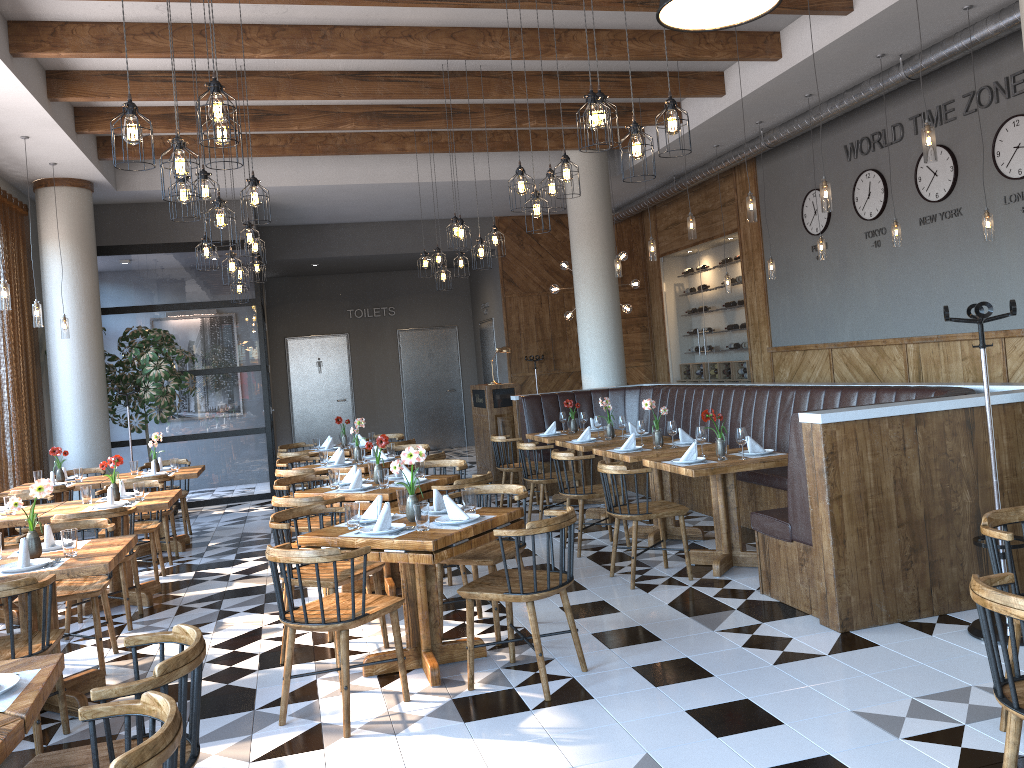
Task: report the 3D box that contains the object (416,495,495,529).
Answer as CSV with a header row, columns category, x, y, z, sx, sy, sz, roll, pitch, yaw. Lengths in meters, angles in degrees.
category,x,y,z,sx,sy,sz,roll,pitch,yaw
object,-0.289,0.638,4.541,0.272,0.137,0.352,-4,1,31

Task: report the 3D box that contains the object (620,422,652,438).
category,x,y,z,sx,sy,sz,roll,pitch,yaw
object,1.183,0.426,8.446,0.272,0.137,0.351,-5,1,-14

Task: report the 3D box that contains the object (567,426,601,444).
category,x,y,z,sx,sy,sz,roll,pitch,yaw
object,0.674,0.471,8.323,0.272,0.137,0.351,-5,1,-14

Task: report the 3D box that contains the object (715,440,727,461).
category,x,y,z,sx,sy,sz,roll,pitch,yaw
object,1.447,0.460,6.112,0.080,0.132,0.080,-5,-1,-29

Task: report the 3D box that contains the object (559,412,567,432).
category,x,y,z,sx,sy,sz,roll,pitch,yaw
object,0.556,0.412,9.609,0.081,0.215,0.081,-4,-1,-23

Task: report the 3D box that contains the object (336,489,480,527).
category,x,y,z,sx,sy,sz,roll,pitch,yaw
object,-0.564,0.655,4.829,0.576,0.137,0.583,-4,1,31

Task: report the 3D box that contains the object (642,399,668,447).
category,x,y,z,sx,sy,sz,roll,pitch,yaw
object,1.194,0.318,7.339,0.207,0.400,0.146,-5,-1,-12

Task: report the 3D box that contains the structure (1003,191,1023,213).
category,x,y,z,sx,sy,sz,roll,pitch,yaw
structure,4.499,-1.593,7.769,0.021,0.200,0.442,-4,1,-14

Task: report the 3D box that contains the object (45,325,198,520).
category,x,y,z,sx,sy,sz,roll,pitch,yaw
object,-4.749,0.400,10.888,1.637,2.594,1.377,-5,-1,-30

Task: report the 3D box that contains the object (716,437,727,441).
category,x,y,z,sx,sy,sz,roll,pitch,yaw
object,1.511,0.448,6.371,0.080,0.132,0.080,-5,0,-14

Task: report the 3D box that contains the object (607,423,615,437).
category,x,y,z,sx,sy,sz,roll,pitch,yaw
object,0.959,0.445,8.529,0.080,0.132,0.080,-5,0,-14

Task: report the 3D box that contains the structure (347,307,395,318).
category,x,y,z,sx,sy,sz,roll,pitch,yaw
structure,-2.708,-1.372,17.044,0.916,0.166,0.035,-5,-1,-14

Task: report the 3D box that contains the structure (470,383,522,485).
category,x,y,z,sx,sy,sz,roll,pitch,yaw
structure,-0.112,0.641,11.765,0.646,1.301,1.044,-5,0,-14

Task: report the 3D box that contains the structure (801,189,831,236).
category,x,y,z,sx,sy,sz,roll,pitch,yaw
structure,3.687,-2.082,10.746,0.046,0.561,0.560,-4,0,-14

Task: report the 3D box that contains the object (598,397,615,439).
category,x,y,z,sx,sy,sz,roll,pitch,yaw
object,0.896,0.319,8.395,0.146,0.400,0.206,-5,-1,-7

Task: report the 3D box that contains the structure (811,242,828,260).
category,x,y,z,sx,sy,sz,roll,pitch,yaw
structure,3.737,-1.598,10.750,0.021,0.197,0.305,-4,1,-14

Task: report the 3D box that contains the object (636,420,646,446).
category,x,y,z,sx,sy,sz,roll,pitch,yaw
object,1.095,0.416,7.502,0.081,0.215,0.081,-5,-1,39

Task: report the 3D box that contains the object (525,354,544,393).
category,x,y,z,sx,sy,sz,roll,pitch,yaw
object,0.446,0.344,14.855,0.374,1.660,0.374,-5,-1,8

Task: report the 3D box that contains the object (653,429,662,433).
category,x,y,z,sx,sy,sz,roll,pitch,yaw
object,1.232,0.447,7.463,0.080,0.132,0.080,-5,0,-14

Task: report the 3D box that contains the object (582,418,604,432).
category,x,y,z,sx,sy,sz,roll,pitch,yaw
object,0.911,0.424,9.509,0.272,0.137,0.351,-5,1,-14

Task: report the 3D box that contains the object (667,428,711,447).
category,x,y,z,sx,sy,sz,roll,pitch,yaw
object,1.457,0.427,7.373,0.272,0.137,0.351,-5,1,-14

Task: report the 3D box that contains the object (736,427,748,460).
category,x,y,z,sx,sy,sz,roll,pitch,yaw
object,1.575,0.408,6.063,0.081,0.215,0.081,-6,-1,45

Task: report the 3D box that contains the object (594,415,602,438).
category,x,y,z,sx,sy,sz,roll,pitch,yaw
object,0.829,0.414,8.541,0.081,0.215,0.081,-4,-1,-23

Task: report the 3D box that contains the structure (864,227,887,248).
category,x,y,z,sx,sy,sz,roll,pitch,yaw
structure,3.996,-1.596,9.738,0.021,0.200,0.368,-4,1,-14

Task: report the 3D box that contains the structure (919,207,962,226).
category,x,y,z,sx,sy,sz,roll,pitch,yaw
structure,4.239,-1.655,8.769,0.021,0.080,0.582,-5,1,-14

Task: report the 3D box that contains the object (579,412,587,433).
category,x,y,z,sx,sy,sz,roll,pitch,yaw
object,0.751,0.403,9.289,0.081,0.215,0.081,-5,-1,17

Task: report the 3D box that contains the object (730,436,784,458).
category,x,y,z,sx,sy,sz,roll,pitch,yaw
object,1.735,0.429,6.285,0.272,0.137,0.351,-5,1,-14

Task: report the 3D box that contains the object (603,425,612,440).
category,x,y,z,sx,sy,sz,roll,pitch,yaw
object,0.896,0.456,8.270,0.080,0.132,0.080,-5,-1,-29

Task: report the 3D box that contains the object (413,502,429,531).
category,x,y,z,sx,sy,sz,roll,pitch,yaw
object,-0.444,0.658,4.379,0.080,0.132,0.080,-4,-1,-39

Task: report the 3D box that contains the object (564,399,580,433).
category,x,y,z,sx,sy,sz,roll,pitch,yaw
object,0.643,0.338,9.464,0.156,0.355,0.171,-4,-1,-21

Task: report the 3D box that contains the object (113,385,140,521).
category,x,y,z,sx,sy,sz,roll,pitch,yaw
object,-4.363,0.853,10.166,0.374,1.660,0.374,-5,-1,8

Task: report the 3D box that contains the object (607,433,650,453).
category,x,y,z,sx,sy,sz,roll,pitch,yaw
object,0.948,0.473,7.250,0.272,0.137,0.351,-5,1,-14

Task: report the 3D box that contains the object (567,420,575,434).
category,x,y,z,sx,sy,sz,roll,pitch,yaw
object,0.623,0.455,9.339,0.080,0.132,0.080,-5,-1,-29

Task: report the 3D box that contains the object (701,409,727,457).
category,x,y,z,sx,sy,sz,roll,pitch,yaw
object,1.427,0.347,6.242,0.171,0.355,0.156,-5,-1,-12

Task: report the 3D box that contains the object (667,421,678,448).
category,x,y,z,sx,sy,sz,roll,pitch,yaw
object,1.296,0.407,7.154,0.081,0.215,0.081,-5,-1,39

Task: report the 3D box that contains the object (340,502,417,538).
category,x,y,z,sx,sy,sz,roll,pitch,yaw
object,-0.654,0.671,4.444,0.351,0.137,0.272,-4,1,31

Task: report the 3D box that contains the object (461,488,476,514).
category,x,y,z,sx,sy,sz,roll,pitch,yaw
object,-0.231,0.631,4.764,0.080,0.132,0.080,-5,-1,41

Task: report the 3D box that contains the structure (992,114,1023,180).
category,x,y,z,sx,sy,sz,roll,pitch,yaw
structure,4.446,-2.078,7.777,0.046,0.561,0.560,-4,0,-14

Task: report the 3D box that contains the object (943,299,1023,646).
category,x,y,z,sx,sy,sz,roll,pitch,yaw
object,2.410,0.418,4.428,0.375,1.660,0.374,-4,-1,-37

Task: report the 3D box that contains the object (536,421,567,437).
category,x,y,z,sx,sy,sz,roll,pitch,yaw
object,0.402,0.470,9.387,0.272,0.137,0.351,-5,1,-14

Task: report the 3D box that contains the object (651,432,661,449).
category,x,y,z,sx,sy,sz,roll,pitch,yaw
object,1.175,0.458,7.178,0.080,0.132,0.080,-5,0,-9

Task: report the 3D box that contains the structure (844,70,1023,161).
category,x,y,z,sx,sy,sz,roll,pitch,yaw
structure,4.146,-2.625,8.808,0.033,0.199,2.726,-5,1,-14

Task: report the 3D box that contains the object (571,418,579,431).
category,x,y,z,sx,sy,sz,roll,pitch,yaw
object,0.686,0.443,9.598,0.080,0.132,0.080,-5,0,-14

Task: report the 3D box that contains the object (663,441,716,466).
category,x,y,z,sx,sy,sz,roll,pitch,yaw
object,1.226,0.475,6.163,0.272,0.137,0.351,-5,1,-14

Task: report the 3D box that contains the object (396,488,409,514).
category,x,y,z,sx,sy,sz,roll,pitch,yaw
object,-0.607,0.658,4.973,0.080,0.132,0.080,-5,-1,41

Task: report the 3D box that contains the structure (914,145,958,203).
category,x,y,z,sx,sy,sz,roll,pitch,yaw
structure,4.193,-2.079,8.767,0.046,0.561,0.560,-4,0,-14

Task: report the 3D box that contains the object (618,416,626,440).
category,x,y,z,sx,sy,sz,roll,pitch,yaw
object,1.024,0.405,8.221,0.081,0.215,0.081,-5,-1,17

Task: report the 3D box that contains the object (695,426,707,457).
category,x,y,z,sx,sy,sz,roll,pitch,yaw
object,1.373,0.417,6.414,0.081,0.215,0.081,-5,-1,-6

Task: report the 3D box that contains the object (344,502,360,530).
category,x,y,z,sx,sy,sz,roll,pitch,yaw
object,-0.826,0.685,4.597,0.080,0.132,0.080,-4,-1,-39

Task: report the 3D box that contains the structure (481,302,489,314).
category,x,y,z,sx,sy,sz,roll,pitch,yaw
structure,-0.489,-1.392,16.335,0.025,0.197,0.565,-5,1,-14

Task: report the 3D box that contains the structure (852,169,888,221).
category,x,y,z,sx,sy,sz,roll,pitch,yaw
structure,3.940,-2.081,9.756,0.046,0.561,0.560,-4,0,-14
